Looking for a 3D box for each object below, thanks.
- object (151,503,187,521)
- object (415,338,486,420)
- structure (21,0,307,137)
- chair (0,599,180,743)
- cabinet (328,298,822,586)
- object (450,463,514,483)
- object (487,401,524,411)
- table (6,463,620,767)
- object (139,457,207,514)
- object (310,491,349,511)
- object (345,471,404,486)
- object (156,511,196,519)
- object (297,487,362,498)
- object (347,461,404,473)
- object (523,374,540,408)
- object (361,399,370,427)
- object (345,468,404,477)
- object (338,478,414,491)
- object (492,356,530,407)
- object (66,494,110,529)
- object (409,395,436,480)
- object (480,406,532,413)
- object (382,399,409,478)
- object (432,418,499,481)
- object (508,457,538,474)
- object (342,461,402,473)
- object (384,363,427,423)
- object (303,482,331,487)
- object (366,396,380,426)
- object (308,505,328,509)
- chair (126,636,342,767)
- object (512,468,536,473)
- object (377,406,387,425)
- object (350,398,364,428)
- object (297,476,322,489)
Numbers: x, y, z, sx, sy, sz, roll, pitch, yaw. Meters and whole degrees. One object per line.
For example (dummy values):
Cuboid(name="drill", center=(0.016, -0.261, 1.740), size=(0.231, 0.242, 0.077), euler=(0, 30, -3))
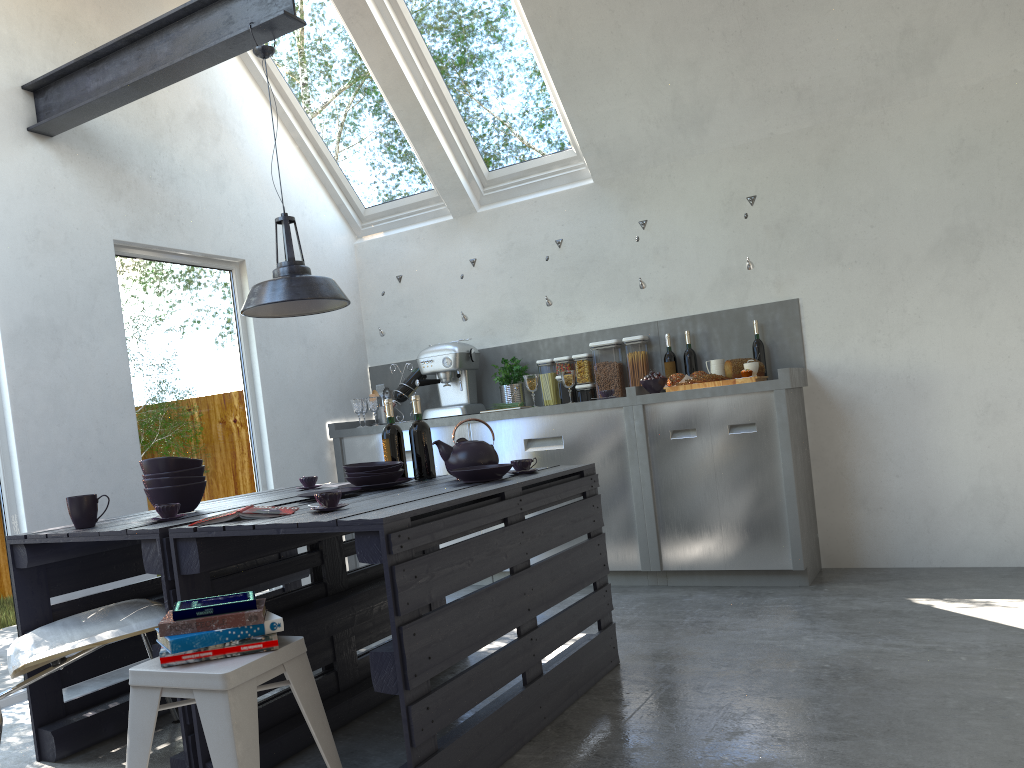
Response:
Cuboid(name="object", center=(-1.137, 0.423, 2.894), size=(0.121, 0.056, 0.112), euler=(-7, -1, 17))
Cuboid(name="object", center=(-0.406, -0.033, 5.621), size=(0.379, 0.501, 0.404), euler=(-6, 0, 28))
Cuboid(name="structure", center=(-1.963, -1.321, 3.962), size=(2.673, 0.209, 0.128), euler=(-8, 0, 31))
Cuboid(name="chair", center=(-1.430, 0.868, 2.841), size=(0.730, 0.820, 0.734), euler=(-6, 0, -31))
Cuboid(name="cabinet", center=(0.228, 0.448, 5.287), size=(3.020, 1.480, 0.535), euler=(-7, 1, 30))
Cuboid(name="object", center=(-0.106, 0.319, 3.111), size=(0.220, 0.047, 0.239), euler=(-6, -2, -21))
Cuboid(name="object", center=(-0.058, 0.134, 5.267), size=(0.295, 0.053, 0.133), euler=(-8, -3, 44))
Cuboid(name="table", center=(-0.664, 0.810, 3.235), size=(1.697, 0.798, 1.420), euler=(-7, -1, 29))
Cuboid(name="object", center=(-1.241, 0.371, 3.221), size=(0.205, 0.214, 0.201), euler=(-6, 0, 30))
Cuboid(name="object", center=(-0.542, 0.346, 2.589), size=(0.124, 0.056, 0.109), euler=(-7, -2, 36))
Cuboid(name="object", center=(-0.524, 0.368, 3.349), size=(0.220, 0.047, 0.239), euler=(-6, -2, -21))
Cuboid(name="object", center=(-1.126, 0.440, 2.934), size=(0.126, 0.013, 0.029), euler=(-5, -2, -22))
Cuboid(name="object", center=(-0.653, 0.394, 3.128), size=(0.249, 0.019, 0.220), euler=(-8, -3, 33))
Cuboid(name="object", center=(-0.526, 0.340, 3.351), size=(0.244, 0.063, 0.214), euler=(-8, -2, 34))
Cuboid(name="object", center=(0.121, 0.042, 5.087), size=(0.096, 0.192, 0.101), euler=(-6, 1, -12))
Cuboid(name="object", center=(-1.000, 0.198, 5.908), size=(0.099, 0.192, 0.098), euler=(-6, 1, 0))
Cuboid(name="object", center=(-0.524, 0.352, 3.347), size=(0.243, 0.063, 0.215), euler=(-8, -2, 34))
Cuboid(name="object", center=(-0.520, 0.388, 3.351), size=(0.280, 0.024, 0.312), euler=(-5, -3, -30))
Cuboid(name="object", center=(-0.008, -0.002, 5.504), size=(0.239, 0.342, 0.259), euler=(-6, 0, -19))
Cuboid(name="object", center=(-1.450, 0.434, 2.982), size=(0.136, 0.109, 0.096), euler=(-6, 0, 21))
Cuboid(name="object", center=(-0.374, 0.219, 3.574), size=(0.086, 0.345, 0.096), euler=(-7, 2, -28))
Cuboid(name="object", center=(-0.036, 0.154, 5.258), size=(0.277, 0.012, 0.171), euler=(-7, -2, 27))
Cuboid(name="object", center=(-0.494, 0.234, 3.636), size=(0.087, 0.345, 0.095), euler=(-7, 2, -23))
Cuboid(name="object", center=(-0.162, 0.250, 3.373), size=(0.225, 0.233, 0.205), euler=(-6, 0, 31))
Cuboid(name="object", center=(0.037, 0.308, 3.274), size=(0.122, 0.056, 0.111), euler=(-7, -2, 22))
Cuboid(name="object", center=(-0.534, 0.328, 3.351), size=(0.242, 0.058, 0.216), euler=(-7, -2, 29))
Cuboid(name="object", center=(-0.738, 0.061, 5.816), size=(0.313, 0.394, 0.247), euler=(-6, 1, -32))
Cuboid(name="object", center=(-0.860, 0.447, 3.862), size=(0.134, 0.013, 0.027), euler=(-7, -2, 9))
Cuboid(name="object", center=(-0.908, 0.183, 5.782), size=(0.092, 0.192, 0.104), euler=(-7, 1, -38))
Cuboid(name="object", center=(-0.582, 0.367, 2.597), size=(0.026, 0.013, 0.140), euler=(-5, -2, -36))
Cuboid(name="chair", center=(-0.713, 0.930, 2.224), size=(0.442, 0.505, 0.415), euler=(-6, 0, 24))
Cuboid(name="object", center=(0.048, 0.322, 3.233), size=(0.029, 0.013, 0.123), euler=(-8, -2, 40))
Cuboid(name="object", center=(-0.879, 0.219, 6.066), size=(0.103, 0.132, 0.111), euler=(-6, 0, -20))
Cuboid(name="object", center=(-1.010, 0.193, 5.767), size=(0.103, 0.192, 0.093), euler=(-6, 1, 23))
Cuboid(name="object", center=(-0.890, 0.432, 3.834), size=(0.121, 0.056, 0.112), euler=(-7, -1, 17))
